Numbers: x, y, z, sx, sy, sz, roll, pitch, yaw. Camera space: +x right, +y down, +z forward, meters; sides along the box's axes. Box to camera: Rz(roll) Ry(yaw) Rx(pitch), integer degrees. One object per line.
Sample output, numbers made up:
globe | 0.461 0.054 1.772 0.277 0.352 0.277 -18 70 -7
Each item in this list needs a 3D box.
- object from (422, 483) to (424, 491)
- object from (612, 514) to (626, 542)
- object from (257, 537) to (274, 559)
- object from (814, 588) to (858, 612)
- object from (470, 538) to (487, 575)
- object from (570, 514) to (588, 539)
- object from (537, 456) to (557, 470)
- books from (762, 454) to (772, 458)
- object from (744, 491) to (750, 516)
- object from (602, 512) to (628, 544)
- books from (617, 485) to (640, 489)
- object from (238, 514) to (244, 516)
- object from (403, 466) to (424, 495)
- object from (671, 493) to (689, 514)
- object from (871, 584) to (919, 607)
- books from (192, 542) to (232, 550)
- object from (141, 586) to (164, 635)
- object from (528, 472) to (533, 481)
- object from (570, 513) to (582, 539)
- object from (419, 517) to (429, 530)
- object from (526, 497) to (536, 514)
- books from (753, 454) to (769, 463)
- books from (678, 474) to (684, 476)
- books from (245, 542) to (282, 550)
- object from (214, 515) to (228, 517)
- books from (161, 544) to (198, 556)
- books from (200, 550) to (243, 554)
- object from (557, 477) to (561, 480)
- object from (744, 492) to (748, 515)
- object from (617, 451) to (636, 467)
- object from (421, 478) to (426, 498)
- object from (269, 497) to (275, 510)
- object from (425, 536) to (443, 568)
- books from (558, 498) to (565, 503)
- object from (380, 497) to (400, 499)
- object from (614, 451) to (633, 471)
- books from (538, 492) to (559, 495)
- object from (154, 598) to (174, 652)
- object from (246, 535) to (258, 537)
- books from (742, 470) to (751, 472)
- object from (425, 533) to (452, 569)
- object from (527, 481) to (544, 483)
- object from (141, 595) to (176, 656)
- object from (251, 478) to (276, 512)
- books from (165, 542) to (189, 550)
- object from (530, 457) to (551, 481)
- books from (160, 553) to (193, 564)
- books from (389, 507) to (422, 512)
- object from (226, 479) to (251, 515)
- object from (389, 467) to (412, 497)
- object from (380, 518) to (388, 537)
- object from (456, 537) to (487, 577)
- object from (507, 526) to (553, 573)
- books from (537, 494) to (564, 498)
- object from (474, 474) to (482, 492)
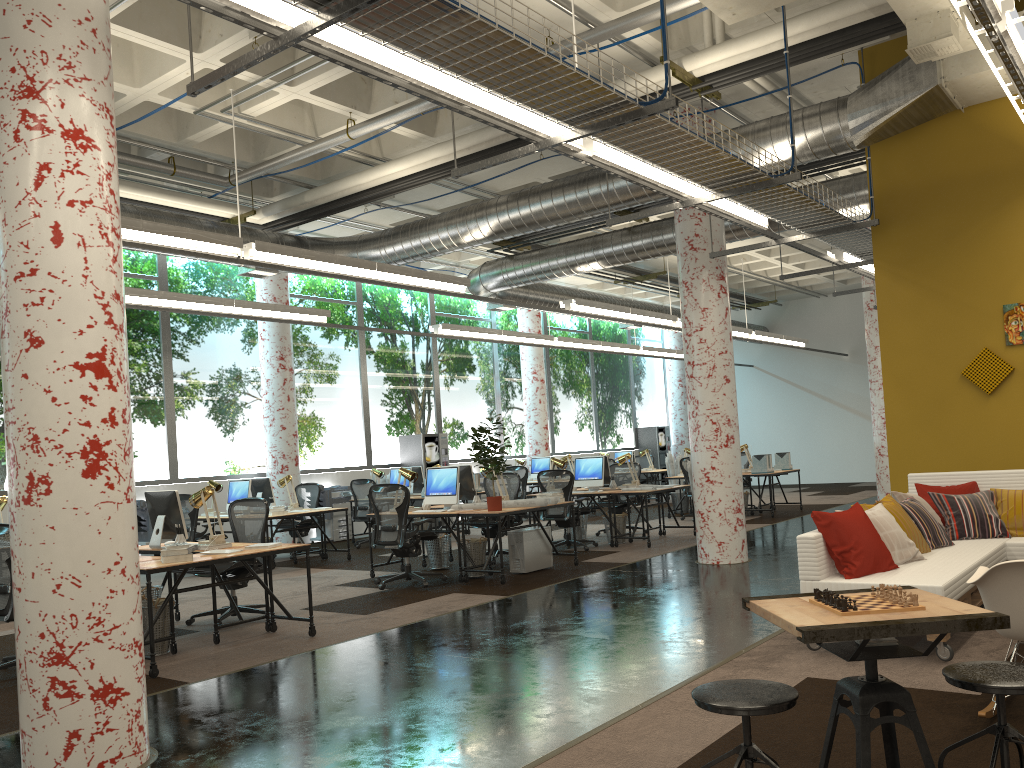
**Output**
object | -1.480 1.772 14.999 0.101 0.209 0.101 -3 -2 -7
object | 1.481 1.997 12.297 0.236 0.402 0.119 -5 -2 38
object | -3.409 2.278 12.017 0.359 0.434 0.353 -5 -3 34
object | 1.068 0.705 2.938 0.056 0.053 0.250 -4 -4 -2
object | -0.379 1.900 9.775 0.236 0.402 0.119 -5 -2 38
object | 0.977 2.083 13.152 0.359 0.434 0.353 -5 -3 34
object | 0.713 1.758 18.414 0.485 0.484 0.189 -6 -3 37
books | 4.267 1.343 14.945 0.234 0.310 0.068 -6 -2 38
object | 3.934 2.061 15.330 0.359 0.434 0.353 -5 -3 34
object | 1.428 1.983 12.238 0.359 0.434 0.353 -5 -3 34
books | 1.701 1.472 12.705 0.309 0.038 0.225 -7 -6 38
object | -3.627 1.753 11.831 0.059 0.029 0.106 -7 -5 38
object | -1.719 1.669 15.256 0.485 0.484 0.189 -6 -3 37
object | 3.188 2.248 16.732 0.353 0.398 0.354 -3 -3 -7
object | 1.270 0.693 2.946 0.056 0.053 0.251 -4 -4 -2
books | -2.448 1.309 7.163 0.309 0.038 0.225 -7 -6 38
object | -3.173 1.920 7.609 0.359 0.434 0.353 -5 -3 34
object | 0.376 1.893 18.086 0.101 0.209 0.101 -3 -2 -7
object | 0.925 2.095 13.092 0.236 0.402 0.119 -5 -2 38
object | -1.450 2.362 14.551 0.236 0.402 0.119 -5 -2 38
object | 0.427 2.549 18.503 0.236 0.402 0.119 -5 -2 38
books | 4.177 1.340 14.828 0.234 0.310 0.068 -6 -2 38
books | 3.141 1.620 15.802 0.309 0.038 0.225 -7 -6 38
books | -1.945 1.267 6.926 0.200 0.024 0.236 -5 -4 11
object | -3.882 1.792 12.037 0.440 0.017 0.118 -7 -6 37
books | -2.382 1.189 6.342 0.193 0.044 0.258 -3 -4 -5
books | -2.189 1.266 6.678 0.243 0.019 0.205 -5 -5 15
object | 0.952 1.861 18.156 0.101 0.209 0.101 -3 -2 -7
object | 3.987 2.076 15.389 0.236 0.402 0.119 -5 -2 38
object | 2.695 1.830 20.987 0.485 0.484 0.189 -6 -3 37
object | -1.284 1.632 13.960 0.281 0.302 0.150 -6 -3 37
object | -3.386 1.703 12.524 0.101 0.209 0.101 -3 -2 -7
object | -0.935 1.997 10.570 0.236 0.402 0.119 -5 -2 38
books | 0.428 1.315 9.969 0.272 0.050 0.200 -7 -5 35
object | -1.976 1.862 14.512 0.440 0.017 0.118 -7 -6 37
object | 2.579 1.792 20.408 0.485 0.484 0.189 -6 -3 37
books | 0.414 1.239 9.986 0.185 0.030 0.153 -7 -5 35
object | -2.668 1.834 6.754 0.236 0.402 0.119 -5 -2 38
object | -3.860 2.379 12.931 0.359 0.434 0.353 -5 -3 34
books | 4.207 1.551 15.798 0.309 0.038 0.225 -7 -6 38
object | -0.883 1.985 10.630 0.359 0.434 0.353 -5 -3 34
object | 0.456 1.950 17.669 0.440 0.017 0.118 -7 -6 37
object | -2.721 1.820 6.695 0.359 0.434 0.353 -5 -3 34
object | -3.625 1.600 12.781 0.485 0.484 0.189 -6 -3 37
books | -2.399 1.159 6.338 0.152 0.030 0.185 -2 -5 -24
object | 0.597 1.720 17.835 0.485 0.484 0.189 -6 -3 37
books | -2.395 1.235 6.318 0.200 0.050 0.272 -2 -5 -25
books | -1.225 1.444 10.188 0.309 0.038 0.225 -7 -6 38
object | -3.741 1.563 12.203 0.485 0.484 0.189 -6 -3 37
object | -2.044 2.022 14.851 1.080 1.207 0.190 -6 -2 38
object | -2.249 2.535 15.893 0.353 0.398 0.354 -2 -3 -33
object | -0.432 1.885 9.716 0.359 0.434 0.353 -5 -3 34
object | 0.213 1.855 9.954 0.221 0.454 0.541 -5 -3 37
books | 0.427 1.270 9.997 0.193 0.044 0.258 -1 -5 -35
object | -0.667 1.655 14.761 0.281 0.302 0.150 -6 -3 37
